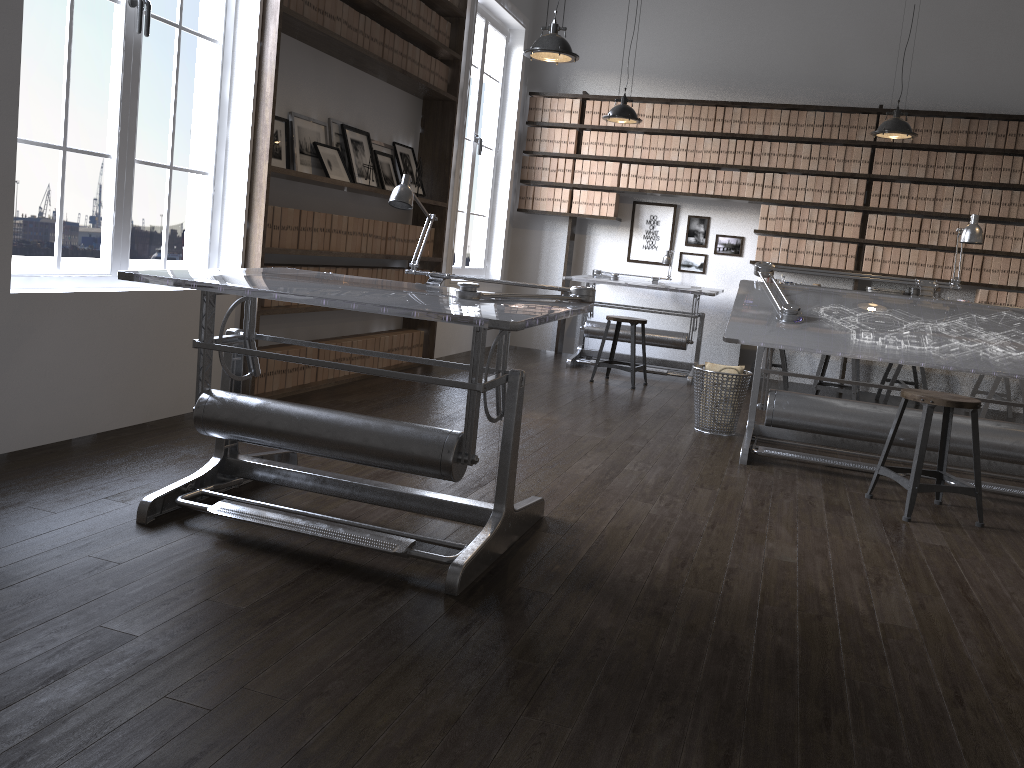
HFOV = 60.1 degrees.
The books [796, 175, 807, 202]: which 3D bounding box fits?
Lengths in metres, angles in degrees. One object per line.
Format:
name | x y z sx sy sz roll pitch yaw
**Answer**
books | 2.534 -1.703 7.748 0.067 0.224 0.175 8 7 17

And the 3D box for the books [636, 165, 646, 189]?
books | 1.204 -1.897 8.169 0.067 0.224 0.175 8 7 17

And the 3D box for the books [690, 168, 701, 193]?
books | 1.664 -1.827 8.020 0.067 0.224 0.175 8 7 17

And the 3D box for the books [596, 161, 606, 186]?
books | 0.845 -1.958 8.280 0.067 0.224 0.175 8 7 17

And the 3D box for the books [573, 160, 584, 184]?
books | 0.643 -1.987 8.338 0.067 0.224 0.175 8 7 17

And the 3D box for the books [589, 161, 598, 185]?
books | 0.780 -1.968 8.303 0.067 0.224 0.175 8 7 17

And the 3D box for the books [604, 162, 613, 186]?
books | 0.916 -1.947 8.257 0.067 0.224 0.175 8 7 17

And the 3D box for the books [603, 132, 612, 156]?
books | 0.906 -2.216 8.242 0.067 0.224 0.175 8 7 17

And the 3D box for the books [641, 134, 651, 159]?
books | 1.245 -2.166 8.138 0.067 0.224 0.175 8 7 17

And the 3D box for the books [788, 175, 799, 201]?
books | 2.468 -1.713 7.773 0.067 0.224 0.175 8 7 17

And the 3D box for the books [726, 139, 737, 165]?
books | 1.962 -2.058 7.912 0.067 0.224 0.175 8 7 17

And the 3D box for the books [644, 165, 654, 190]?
books | 1.271 -1.887 8.150 0.067 0.224 0.175 8 7 17

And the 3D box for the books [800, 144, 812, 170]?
books | 2.563 -1.967 7.723 0.067 0.224 0.175 8 7 17

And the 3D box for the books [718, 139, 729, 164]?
books | 1.901 -2.066 7.927 0.067 0.224 0.175 8 7 17

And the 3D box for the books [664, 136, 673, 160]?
books | 1.438 -2.136 8.076 0.067 0.224 0.175 8 7 17

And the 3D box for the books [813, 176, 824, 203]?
books | 2.663 -1.684 7.711 0.067 0.224 0.175 8 7 17

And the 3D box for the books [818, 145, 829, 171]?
books | 2.699 -1.947 7.683 0.067 0.224 0.175 8 7 17

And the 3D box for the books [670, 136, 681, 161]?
books | 1.497 -2.127 8.056 0.067 0.224 0.175 8 7 17

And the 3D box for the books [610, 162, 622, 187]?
books | 0.974 -1.937 8.234 0.067 0.224 0.175 8 7 17

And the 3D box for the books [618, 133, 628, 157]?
books | 1.038 -2.196 8.198 0.067 0.224 0.175 8 7 17

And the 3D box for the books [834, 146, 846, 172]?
books | 2.829 -1.926 7.637 0.067 0.224 0.175 8 7 17

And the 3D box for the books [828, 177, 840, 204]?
books | 2.790 -1.665 7.673 0.067 0.224 0.175 8 7 17

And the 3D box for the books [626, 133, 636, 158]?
books | 1.110 -2.186 8.181 0.067 0.224 0.175 8 7 17

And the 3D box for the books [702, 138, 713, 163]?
books | 1.765 -2.087 7.973 0.067 0.224 0.175 8 7 17

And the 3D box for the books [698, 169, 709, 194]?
books | 1.737 -1.817 8.003 0.067 0.224 0.175 8 7 17

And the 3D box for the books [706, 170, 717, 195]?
books | 1.802 -1.806 7.978 0.067 0.224 0.175 8 7 17

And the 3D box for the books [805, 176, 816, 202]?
books | 2.603 -1.693 7.729 0.067 0.224 0.175 8 7 17

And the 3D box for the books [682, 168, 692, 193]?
books | 1.595 -1.838 8.048 0.067 0.224 0.175 8 7 17

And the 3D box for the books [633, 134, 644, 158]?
books | 1.176 -2.175 8.155 0.067 0.224 0.175 8 7 17

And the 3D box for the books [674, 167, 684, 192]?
books | 1.533 -1.847 8.065 0.067 0.224 0.175 8 7 17

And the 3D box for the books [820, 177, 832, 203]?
books | 2.725 -1.674 7.687 0.067 0.224 0.175 8 7 17

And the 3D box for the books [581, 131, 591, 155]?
books | 0.709 -2.246 8.303 0.067 0.224 0.175 8 7 17

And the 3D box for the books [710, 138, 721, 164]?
books | 1.832 -2.076 7.948 0.067 0.224 0.175 8 7 17

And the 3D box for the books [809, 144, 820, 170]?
books | 2.631 -1.956 7.700 0.067 0.224 0.175 8 7 17

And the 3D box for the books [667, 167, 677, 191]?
books | 1.471 -1.856 8.079 0.067 0.224 0.175 8 7 17

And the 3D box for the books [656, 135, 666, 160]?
books | 1.374 -2.145 8.092 0.067 0.224 0.175 8 7 17

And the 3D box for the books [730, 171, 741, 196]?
books | 2.000 -1.776 7.914 0.067 0.224 0.175 8 7 17

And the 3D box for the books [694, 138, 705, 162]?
books | 1.700 -2.097 7.997 0.067 0.224 0.175 8 7 17

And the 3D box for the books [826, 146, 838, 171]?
books | 2.765 -1.937 7.664 0.067 0.224 0.175 8 7 17

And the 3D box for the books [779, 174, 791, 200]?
books | 2.403 -1.724 7.795 0.067 0.224 0.175 8 7 17

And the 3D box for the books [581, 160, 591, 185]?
books | 0.713 -1.977 8.320 0.067 0.224 0.175 8 7 17

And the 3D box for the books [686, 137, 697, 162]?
books | 1.633 -2.107 8.016 0.067 0.224 0.175 8 7 17

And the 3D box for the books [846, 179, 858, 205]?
books | 2.923 -1.644 7.627 0.067 0.224 0.175 8 7 17

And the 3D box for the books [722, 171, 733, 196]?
books | 1.938 -1.786 7.940 0.067 0.224 0.175 8 7 17

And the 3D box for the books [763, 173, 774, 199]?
books | 2.266 -1.743 7.830 0.067 0.224 0.175 8 7 17

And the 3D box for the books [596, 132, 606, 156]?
books | 0.845 -2.225 8.257 0.067 0.224 0.175 8 7 17

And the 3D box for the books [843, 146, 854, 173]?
books | 2.894 -1.917 7.621 0.067 0.224 0.175 8 7 17

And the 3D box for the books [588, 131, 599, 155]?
books | 0.777 -2.235 8.278 0.067 0.224 0.175 8 7 17

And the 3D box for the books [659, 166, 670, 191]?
books | 1.403 -1.866 8.101 0.067 0.224 0.175 8 7 17

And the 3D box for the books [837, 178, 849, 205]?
books | 2.858 -1.655 7.652 0.067 0.224 0.175 8 7 17

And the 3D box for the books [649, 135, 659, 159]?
books | 1.312 -2.156 8.117 0.067 0.224 0.175 8 7 17

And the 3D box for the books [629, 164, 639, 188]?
books | 1.136 -1.906 8.186 0.067 0.224 0.175 8 7 17

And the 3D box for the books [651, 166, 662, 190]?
books | 1.335 -1.877 8.125 0.067 0.224 0.175 8 7 17

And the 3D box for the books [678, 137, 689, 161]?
books | 1.566 -2.117 8.033 0.067 0.224 0.175 8 7 17

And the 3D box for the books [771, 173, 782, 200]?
books | 2.336 -1.733 7.812 0.067 0.224 0.175 8 7 17

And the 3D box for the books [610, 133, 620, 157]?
books | 0.969 -2.207 8.225 0.067 0.224 0.175 8 7 17

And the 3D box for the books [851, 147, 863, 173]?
books | 2.953 -1.908 7.601 0.067 0.224 0.175 8 7 17
